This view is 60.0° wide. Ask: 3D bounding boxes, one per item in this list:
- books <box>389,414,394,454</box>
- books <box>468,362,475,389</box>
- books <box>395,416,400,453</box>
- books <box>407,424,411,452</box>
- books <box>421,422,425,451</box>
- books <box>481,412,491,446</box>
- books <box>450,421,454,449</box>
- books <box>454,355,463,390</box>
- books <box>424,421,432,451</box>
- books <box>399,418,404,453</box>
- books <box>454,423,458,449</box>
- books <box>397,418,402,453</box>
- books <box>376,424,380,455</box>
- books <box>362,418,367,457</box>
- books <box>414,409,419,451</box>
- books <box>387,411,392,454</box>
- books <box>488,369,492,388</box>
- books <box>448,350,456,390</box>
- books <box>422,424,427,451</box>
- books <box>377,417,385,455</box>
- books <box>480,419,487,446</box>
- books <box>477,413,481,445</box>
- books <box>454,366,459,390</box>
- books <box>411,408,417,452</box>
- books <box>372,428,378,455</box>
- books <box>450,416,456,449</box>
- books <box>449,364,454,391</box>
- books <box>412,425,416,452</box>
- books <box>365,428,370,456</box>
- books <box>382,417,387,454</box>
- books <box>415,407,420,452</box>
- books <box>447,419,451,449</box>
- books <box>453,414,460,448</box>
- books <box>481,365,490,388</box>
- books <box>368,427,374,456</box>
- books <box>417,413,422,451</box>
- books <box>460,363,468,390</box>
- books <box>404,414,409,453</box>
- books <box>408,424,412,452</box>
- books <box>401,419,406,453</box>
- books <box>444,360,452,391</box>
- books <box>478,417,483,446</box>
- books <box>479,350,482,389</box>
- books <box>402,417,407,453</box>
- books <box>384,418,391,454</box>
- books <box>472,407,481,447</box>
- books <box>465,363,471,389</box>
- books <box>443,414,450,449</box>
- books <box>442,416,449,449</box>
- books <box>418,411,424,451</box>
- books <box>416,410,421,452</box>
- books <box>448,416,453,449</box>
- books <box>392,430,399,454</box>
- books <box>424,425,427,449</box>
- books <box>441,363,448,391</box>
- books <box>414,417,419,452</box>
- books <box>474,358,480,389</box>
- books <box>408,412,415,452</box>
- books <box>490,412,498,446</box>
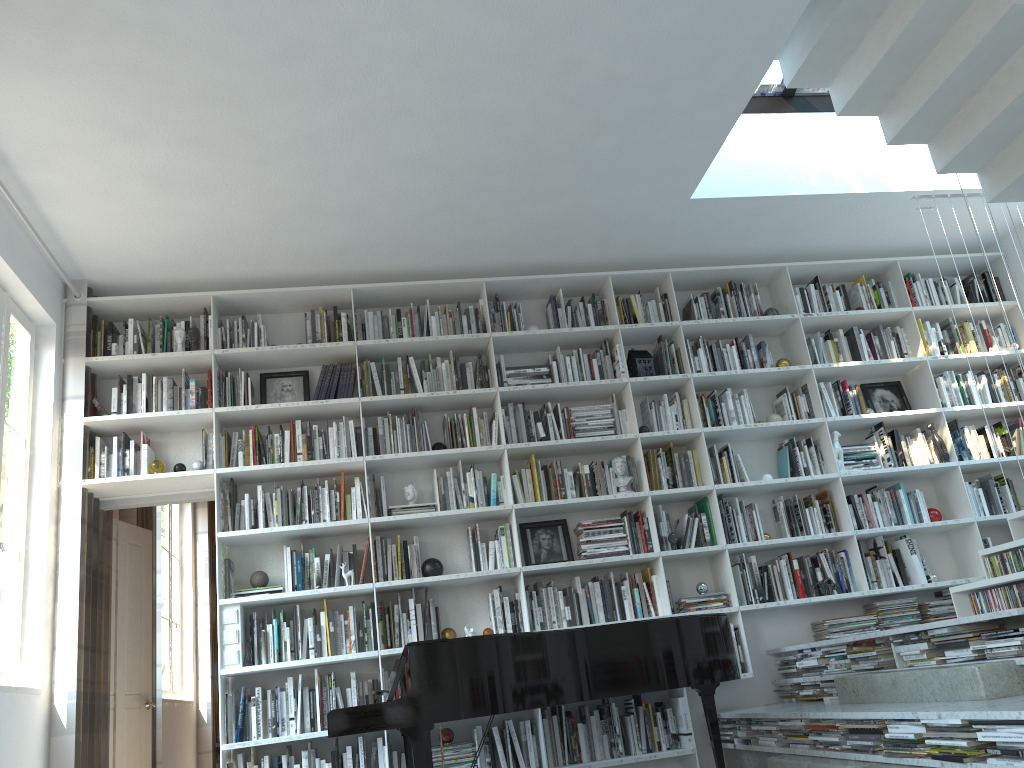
[{"bbox_3d":[-0.739,0.346,5.446,0.010,0.282,0.184,-4,-19,-10],"label":"books"},{"bbox_3d":[-0.265,-0.003,5.675,0.024,0.236,0.153,-4,-19,-10],"label":"books"},{"bbox_3d":[-0.700,0.351,5.443,0.009,0.262,0.190,-4,-19,-10],"label":"books"},{"bbox_3d":[-0.636,0.374,5.453,0.011,0.208,0.182,-4,-19,-10],"label":"books"},{"bbox_3d":[-0.557,0.367,5.503,0.009,0.236,0.135,-4,-19,-10],"label":"books"},{"bbox_3d":[-0.162,0.321,5.555,0.022,0.256,0.155,-4,-19,-10],"label":"books"},{"bbox_3d":[-0.380,0.358,5.520,0.013,0.215,0.150,-4,-19,-10],"label":"books"},{"bbox_3d":[-0.341,-0.022,5.672,0.022,0.289,0.147,-4,-19,-10],"label":"books"},{"bbox_3d":[-0.520,0.361,5.493,0.031,0.231,0.148,-4,-19,-10],"label":"books"},{"bbox_3d":[-0.682,0.359,5.470,0.010,0.260,0.170,-4,-19,-10],"label":"books"},{"bbox_3d":[-0.352,0.363,5.519,0.011,0.199,0.163,-4,-19,-10],"label":"books"},{"bbox_3d":[-0.689,0.356,5.444,0.012,0.250,0.184,-4,-19,-10],"label":"books"},{"bbox_3d":[-0.819,0.379,5.442,0.012,0.239,0.134,-4,-19,-10],"label":"books"},{"bbox_3d":[-0.901,0.365,5.441,0.012,0.284,0.160,-4,-19,-10],"label":"books"},{"bbox_3d":[-0.592,0.329,5.502,0.005,0.315,0.157,-4,-19,-10],"label":"books"},{"bbox_3d":[-0.754,0.339,5.470,0.011,0.316,0.155,-4,-19,-10],"label":"books"},{"bbox_3d":[-0.145,0.013,5.701,0.019,0.193,0.098,-4,-19,-10],"label":"books"},{"bbox_3d":[-0.379,-0.038,5.647,0.011,0.312,0.184,-4,-19,-10],"label":"books"},{"bbox_3d":[-0.545,0.372,5.496,0.012,0.217,0.151,-4,-19,-10],"label":"books"},{"bbox_3d":[-0.803,0.356,5.445,0.026,0.278,0.151,-4,-19,-10],"label":"books"},{"bbox_3d":[-0.184,0.345,5.553,0.024,0.215,0.142,-4,-19,-10],"label":"books"},{"bbox_3d":[-0.213,0.326,5.551,0.010,0.256,0.140,-4,-19,-10],"label":"books"},{"bbox_3d":[-0.359,0.015,5.653,0.024,0.212,0.150,-4,-19,-10],"label":"books"},{"bbox_3d":[-0.606,0.325,5.495,0.004,0.319,0.153,-4,-19,-10],"label":"books"},{"bbox_3d":[-0.837,0.394,5.448,0.024,0.218,0.140,-4,-19,-10],"label":"books"},{"bbox_3d":[-0.368,0.339,5.501,0.005,0.235,0.179,-4,-19,-10],"label":"books"},{"bbox_3d":[-0.388,0.005,5.641,0.013,0.230,0.142,-4,-19,-10],"label":"books"},{"bbox_3d":[-0.608,0.379,5.488,0.012,0.216,0.133,-4,-19,-10],"label":"books"},{"bbox_3d":[-0.881,0.395,5.415,0.015,0.207,0.187,-4,-19,-10],"label":"books"},{"bbox_3d":[-0.784,0.355,5.444,0.012,0.275,0.157,-4,-19,-10],"label":"books"},{"bbox_3d":[-0.587,0.320,5.502,0.005,0.330,0.162,-4,-19,-10],"label":"books"},{"bbox_3d":[-0.395,0.351,5.528,0.005,0.238,0.146,-4,-19,-10],"label":"books"},{"bbox_3d":[-0.347,0.334,5.539,0.009,0.265,0.150,-4,-19,-10],"label":"books"},{"bbox_3d":[-0.168,0.004,5.693,0.028,0.211,0.135,-4,-19,-10],"label":"books"},{"bbox_3d":[-0.864,0.394,5.445,0.029,0.224,0.137,-4,-19,-10],"label":"books"},{"bbox_3d":[-0.574,0.340,5.493,0.004,0.283,0.167,-4,-19,-10],"label":"books"},{"bbox_3d":[-0.309,0.003,5.646,0.030,0.217,0.183,-4,-19,-10],"label":"books"},{"bbox_3d":[-0.652,0.345,5.468,0.011,0.278,0.170,-4,-19,-10],"label":"books"},{"bbox_3d":[-0.630,0.374,5.480,0.011,0.225,0.130,-4,-19,-10],"label":"books"},{"bbox_3d":[-0.672,0.361,5.471,0.011,0.255,0.152,-4,-19,-10],"label":"books"},{"bbox_3d":[-0.410,-0.006,5.645,0.028,0.260,0.136,-4,-19,-10],"label":"books"},{"bbox_3d":[-0.202,0.340,5.552,0.011,0.229,0.166,-4,-19,-10],"label":"books"},{"bbox_3d":[-0.212,-0.044,5.677,0.058,0.301,0.175,-4,-19,-10],"label":"books"},{"bbox_3d":[-0.660,0.352,5.458,0.009,0.260,0.181,-4,-19,-10],"label":"books"},{"bbox_3d":[-0.765,0.361,5.446,0.024,0.261,0.178,-4,-19,-10],"label":"books"},{"bbox_3d":[-0.230,0.312,5.546,0.022,0.283,0.190,-4,-19,-10],"label":"books"},{"bbox_3d":[-0.284,0.000,5.655,0.022,0.222,0.161,-4,-19,-10],"label":"books"},{"bbox_3d":[-0.406,0.336,5.535,0.012,0.275,0.129,-4,-19,-10],"label":"books"},{"bbox_3d":[-0.412,0.344,5.523,0.005,0.253,0.161,-4,-19,-10],"label":"books"},{"bbox_3d":[-0.565,0.332,5.478,0.011,0.286,0.189,-4,-19,-10],"label":"books"},{"bbox_3d":[-0.581,0.331,5.498,0.005,0.304,0.163,-4,-19,-10],"label":"books"},{"bbox_3d":[-0.387,0.342,5.506,0.005,0.239,0.174,-4,-19,-10],"label":"books"},{"bbox_3d":[-0.716,0.396,5.450,0.029,0.186,0.149,-4,-19,-10],"label":"books"},{"bbox_3d":[-0.536,0.375,5.494,0.004,0.209,0.132,-4,-19,-10],"label":"books"},{"bbox_3d":[-0.429,0.005,5.618,0.021,0.225,0.192,-4,-19,-10],"label":"books"},{"bbox_3d":[-0.594,0.350,5.480,0.010,0.261,0.158,-4,-19,-10],"label":"books"},{"bbox_3d":[-0.225,-0.025,5.668,0.055,0.263,0.167,-4,-19,-10],"label":"books"},{"bbox_3d":[-0.621,0.336,5.475,0.011,0.290,0.177,-4,-19,-10],"label":"books"},{"bbox_3d":[-0.116,0.320,5.539,0.064,0.236,0.209,-4,-19,-10],"label":"books"}]
